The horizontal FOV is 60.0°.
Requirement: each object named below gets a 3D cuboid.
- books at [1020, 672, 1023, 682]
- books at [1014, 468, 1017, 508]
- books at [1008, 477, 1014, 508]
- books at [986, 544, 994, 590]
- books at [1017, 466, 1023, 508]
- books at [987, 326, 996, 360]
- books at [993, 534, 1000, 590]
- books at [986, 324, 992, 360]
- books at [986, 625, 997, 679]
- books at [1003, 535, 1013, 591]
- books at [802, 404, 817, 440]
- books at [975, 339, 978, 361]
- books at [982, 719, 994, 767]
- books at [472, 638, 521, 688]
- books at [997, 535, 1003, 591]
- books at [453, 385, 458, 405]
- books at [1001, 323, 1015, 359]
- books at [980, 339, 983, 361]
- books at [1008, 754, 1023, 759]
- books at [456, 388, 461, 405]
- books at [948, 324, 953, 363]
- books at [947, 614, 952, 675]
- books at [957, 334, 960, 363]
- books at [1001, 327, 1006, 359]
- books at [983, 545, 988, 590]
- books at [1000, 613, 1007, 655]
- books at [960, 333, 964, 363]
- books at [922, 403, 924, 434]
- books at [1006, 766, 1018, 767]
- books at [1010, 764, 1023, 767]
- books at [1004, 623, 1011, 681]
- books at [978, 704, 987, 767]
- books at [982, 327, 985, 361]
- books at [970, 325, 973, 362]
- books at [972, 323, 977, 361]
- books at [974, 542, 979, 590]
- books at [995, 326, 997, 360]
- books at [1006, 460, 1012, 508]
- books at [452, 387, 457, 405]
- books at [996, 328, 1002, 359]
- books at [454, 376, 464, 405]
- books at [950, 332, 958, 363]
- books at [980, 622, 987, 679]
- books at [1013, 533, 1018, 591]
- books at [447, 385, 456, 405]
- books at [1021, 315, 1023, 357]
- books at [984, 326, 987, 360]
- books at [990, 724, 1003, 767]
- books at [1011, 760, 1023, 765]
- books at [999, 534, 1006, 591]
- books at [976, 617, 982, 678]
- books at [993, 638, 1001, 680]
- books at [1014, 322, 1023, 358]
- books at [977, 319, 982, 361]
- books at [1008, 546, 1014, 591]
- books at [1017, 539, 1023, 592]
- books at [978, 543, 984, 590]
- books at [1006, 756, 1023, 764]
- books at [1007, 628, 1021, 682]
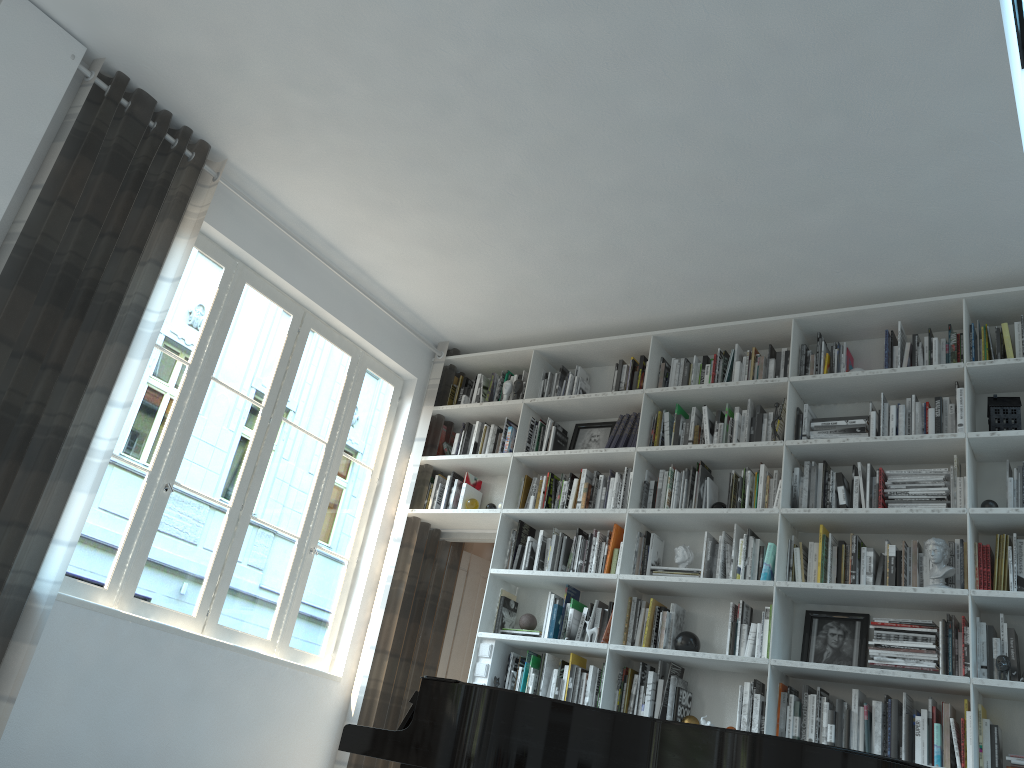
[{"bbox_3d":[2.190,1.180,3.732,0.095,0.227,0.190,-5,-29,33],"label":"books"},{"bbox_3d":[2.316,0.527,4.062,0.024,0.241,0.160,-5,-29,33],"label":"books"},{"bbox_3d":[2.284,0.545,4.046,0.028,0.184,0.182,-5,-29,33],"label":"books"},{"bbox_3d":[2.157,0.868,3.991,0.013,0.245,0.177,-5,-29,33],"label":"books"},{"bbox_3d":[2.328,0.520,4.050,0.028,0.249,0.165,-5,-29,33],"label":"books"},{"bbox_3d":[2.382,-0.139,4.387,0.034,0.260,0.158,-5,-29,33],"label":"books"},{"bbox_3d":[2.172,0.834,3.964,0.035,0.292,0.145,-5,-29,33],"label":"books"},{"bbox_3d":[2.372,-0.141,4.409,0.007,0.278,0.151,-5,-29,33],"label":"books"},{"bbox_3d":[2.079,1.188,3.837,0.028,0.252,0.143,-5,-29,33],"label":"books"},{"bbox_3d":[2.209,0.836,3.951,0.035,0.292,0.145,-5,-29,33],"label":"books"},{"bbox_3d":[1.583,0.259,4.711,0.021,0.248,0.192,-5,-29,33],"label":"books"},{"bbox_3d":[2.332,-0.100,4.427,0.016,0.203,0.144,-5,-29,33],"label":"books"},{"bbox_3d":[1.991,1.530,3.703,0.027,0.228,0.142,-5,-29,33],"label":"books"},{"bbox_3d":[-0.094,1.657,5.061,0.106,0.338,0.308,-5,-29,33],"label":"books"},{"bbox_3d":[2.188,0.838,3.965,0.035,0.292,0.145,-5,-29,33],"label":"books"},{"bbox_3d":[-0.353,0.141,6.195,0.023,0.222,0.151,-5,-29,33],"label":"books"},{"bbox_3d":[2.440,-0.145,4.340,0.054,0.253,0.191,-5,-29,33],"label":"books"},{"bbox_3d":[2.344,-0.101,4.405,0.015,0.192,0.160,-5,-29,33],"label":"books"},{"bbox_3d":[2.135,1.503,3.521,0.254,0.012,0.161,-11,-33,41],"label":"books"},{"bbox_3d":[-0.328,0.147,6.164,0.024,0.194,0.168,-5,-29,33],"label":"books"},{"bbox_3d":[2.238,-0.139,4.510,0.012,0.307,0.138,-5,-29,33],"label":"books"},{"bbox_3d":[1.954,1.188,3.950,0.011,0.297,0.130,-5,-29,33],"label":"books"},{"bbox_3d":[2.267,-0.113,4.476,0.014,0.243,0.145,-5,-29,33],"label":"books"},{"bbox_3d":[2.432,-0.133,4.383,0.007,0.263,0.133,-5,-29,33],"label":"books"},{"bbox_3d":[2.138,0.866,3.990,0.014,0.243,0.145,-5,-29,33],"label":"books"},{"bbox_3d":[2.121,1.158,3.817,0.013,0.305,0.141,-5,-29,33],"label":"books"},{"bbox_3d":[2.274,-0.115,4.461,0.014,0.237,0.153,-5,-29,33],"label":"books"},{"bbox_3d":[2.065,0.232,4.421,0.011,0.238,0.140,-5,-29,33],"label":"books"},{"bbox_3d":[2.129,1.548,3.505,0.285,0.012,0.160,-7,-30,36],"label":"books"},{"bbox_3d":[2.134,1.539,3.513,0.254,0.012,0.161,-9,-31,38],"label":"books"},{"bbox_3d":[2.133,1.179,3.809,0.012,0.264,0.158,-5,-29,33],"label":"books"},{"bbox_3d":[1.980,1.506,3.725,0.012,0.284,0.160,-5,-29,33],"label":"books"},{"bbox_3d":[2.344,-0.134,4.389,0.007,0.238,0.192,-5,-29,33],"label":"books"},{"bbox_3d":[2.319,-0.136,4.453,0.012,0.284,0.160,-5,-29,33],"label":"books"},{"bbox_3d":[2.317,-0.142,4.433,0.008,0.277,0.171,-5,-29,33],"label":"books"},{"bbox_3d":[2.112,0.864,4.010,0.014,0.253,0.161,-5,-29,33],"label":"books"},{"bbox_3d":[2.404,-0.138,4.382,0.008,0.261,0.142,-5,-29,33],"label":"books"},{"bbox_3d":[2.294,0.510,4.089,0.019,0.284,0.160,-5,-29,33],"label":"books"},{"bbox_3d":[-0.367,0.145,6.216,0.024,0.227,0.130,-5,-29,33],"label":"books"},{"bbox_3d":[2.402,-0.134,4.357,0.015,0.232,0.171,-5,-29,33],"label":"books"},{"bbox_3d":[-0.337,0.107,6.191,0.014,0.284,0.175,-5,-29,33],"label":"books"},{"bbox_3d":[2.245,-0.116,4.480,0.028,0.243,0.161,-5,-29,33],"label":"books"},{"bbox_3d":[2.060,1.187,3.856,0.024,0.262,0.154,-5,-29,33],"label":"books"},{"bbox_3d":[2.234,0.827,3.922,0.019,0.293,0.164,-5,-29,33],"label":"books"},{"bbox_3d":[-0.395,0.141,6.209,0.014,0.218,0.189,-5,-29,33],"label":"books"},{"bbox_3d":[2.497,-0.168,4.317,0.010,0.296,0.168,-5,-29,33],"label":"books"},{"bbox_3d":[2.359,-0.137,4.400,0.006,0.258,0.166,-5,-29,33],"label":"books"},{"bbox_3d":[2.015,1.537,3.685,0.030,0.209,0.137,-5,-29,33],"label":"books"},{"bbox_3d":[2.130,1.524,3.510,0.254,0.012,0.161,-5,-29,33],"label":"books"},{"bbox_3d":[2.191,0.830,3.947,0.035,0.292,0.145,-5,-29,33],"label":"books"},{"bbox_3d":[2.048,1.179,3.870,0.012,0.284,0.160,-5,-29,33],"label":"books"},{"bbox_3d":[2.086,1.204,3.795,0.027,0.191,0.183,-5,-29,33],"label":"books"},{"bbox_3d":[2.487,-0.148,4.337,0.030,0.273,0.152,-5,-29,33],"label":"books"},{"bbox_3d":[2.340,-0.150,4.427,0.007,0.297,0.181,-5,-29,33],"label":"books"},{"bbox_3d":[2.215,0.857,3.921,0.015,0.230,0.180,-5,-29,33],"label":"books"},{"bbox_3d":[2.261,0.843,3.925,0.035,0.277,0.139,-5,-29,33],"label":"books"},{"bbox_3d":[2.126,0.862,4.003,0.015,0.254,0.151,-5,-29,33],"label":"books"},{"bbox_3d":[2.137,1.517,3.521,0.285,0.012,0.160,-8,-31,37],"label":"books"},{"bbox_3d":[2.151,1.185,3.793,0.035,0.247,0.141,-5,-29,33],"label":"books"}]
